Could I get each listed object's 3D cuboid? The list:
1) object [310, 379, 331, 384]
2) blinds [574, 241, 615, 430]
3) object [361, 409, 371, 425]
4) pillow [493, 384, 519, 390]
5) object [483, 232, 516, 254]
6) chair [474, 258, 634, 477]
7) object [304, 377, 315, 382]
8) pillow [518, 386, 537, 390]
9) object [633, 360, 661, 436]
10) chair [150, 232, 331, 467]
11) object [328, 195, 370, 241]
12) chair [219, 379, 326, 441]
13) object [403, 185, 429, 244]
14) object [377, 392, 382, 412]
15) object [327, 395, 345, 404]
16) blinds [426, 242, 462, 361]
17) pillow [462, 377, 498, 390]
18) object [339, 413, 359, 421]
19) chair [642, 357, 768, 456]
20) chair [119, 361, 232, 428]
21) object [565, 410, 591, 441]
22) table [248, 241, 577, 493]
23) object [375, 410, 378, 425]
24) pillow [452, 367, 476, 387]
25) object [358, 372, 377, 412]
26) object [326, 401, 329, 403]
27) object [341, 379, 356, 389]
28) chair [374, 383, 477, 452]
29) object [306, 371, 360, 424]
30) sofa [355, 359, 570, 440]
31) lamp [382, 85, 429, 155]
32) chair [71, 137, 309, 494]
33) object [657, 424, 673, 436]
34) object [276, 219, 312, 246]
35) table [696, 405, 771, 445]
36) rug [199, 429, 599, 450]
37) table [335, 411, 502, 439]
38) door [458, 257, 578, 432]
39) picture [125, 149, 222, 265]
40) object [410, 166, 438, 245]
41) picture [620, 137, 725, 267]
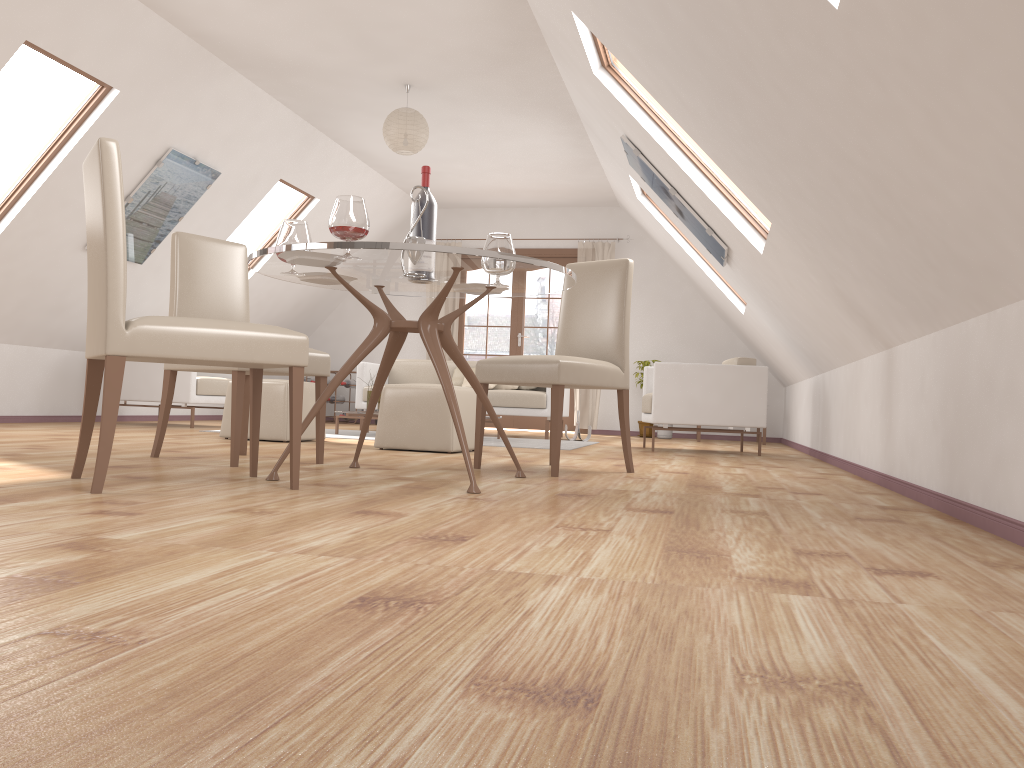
[{"bbox_3d":[-2.256,-0.015,10.411,0.109,0.109,0.435,2,-1,13],"label":"object"},{"bbox_3d":[0.913,-0.550,9.992,0.424,2.129,0.123,2,-1,8],"label":"blinds"},{"bbox_3d":[-1.680,0.255,10.256,0.115,0.443,0.120,2,-1,7],"label":"object"},{"bbox_3d":[-0.078,-0.054,8.414,0.351,0.225,0.196,2,-1,18],"label":"pillow"},{"bbox_3d":[-0.052,-0.493,3.469,0.136,0.183,0.136,1,-2,40],"label":"object"},{"bbox_3d":[0.217,-0.105,4.035,0.477,0.999,0.618,1,-2,40],"label":"chair"},{"bbox_3d":[-2.436,-0.024,10.447,0.110,0.110,0.439,2,-1,13],"label":"object"},{"bbox_3d":[0.220,-0.078,8.301,0.269,0.276,0.424,3,-2,-28],"label":"pillow"},{"bbox_3d":[1.467,0.154,9.686,0.311,0.846,0.307,2,-1,5],"label":"object"},{"bbox_3d":[-1.176,-0.165,3.874,0.618,0.999,0.477,1,-2,37],"label":"chair"},{"bbox_3d":[-0.540,-0.526,2.944,0.136,0.183,0.136,3,-1,-8],"label":"object"},{"bbox_3d":[-1.547,0.166,5.802,0.506,0.394,0.506,2,-1,18],"label":"chair"},{"bbox_3d":[-0.356,-0.580,3.309,0.086,0.322,0.096,3,-2,-24],"label":"object"},{"bbox_3d":[-1.089,0.139,7.405,0.075,0.185,0.075,1,-2,44],"label":"object"},{"bbox_3d":[-2.081,0.180,10.363,0.109,0.109,0.435,2,-1,13],"label":"object"},{"bbox_3d":[-0.831,-0.607,10.428,0.423,2.130,0.120,2,-1,10],"label":"blinds"},{"bbox_3d":[-0.296,-0.023,8.313,0.363,0.170,0.227,2,-1,18],"label":"pillow"},{"bbox_3d":[-1.906,0.374,10.316,0.109,0.109,0.435,2,-1,13],"label":"object"},{"bbox_3d":[1.406,0.152,6.635,0.820,0.706,0.748,2,-1,3],"label":"chair"},{"bbox_3d":[-2.866,0.005,7.620,0.820,0.706,0.748,2,-1,15],"label":"chair"},{"bbox_3d":[0.587,0.369,7.895,0.212,0.267,0.315,2,-1,0],"label":"object"},{"bbox_3d":[-0.375,-0.034,3.297,1.198,0.770,1.198,1,-2,34],"label":"table"},{"bbox_3d":[-1.552,0.264,10.441,0.115,0.443,0.120,2,-1,7],"label":"object"},{"bbox_3d":[-0.409,-0.066,8.494,0.351,0.235,0.185,2,-1,16],"label":"pillow"},{"bbox_3d":[-1.171,0.046,7.311,0.184,0.359,0.123,3,-2,-36],"label":"object"},{"bbox_3d":[-2.262,0.170,10.404,0.109,0.109,0.435,2,-1,13],"label":"object"},{"bbox_3d":[-1.891,-0.002,10.328,0.109,0.109,0.435,2,-1,13],"label":"object"},{"bbox_3d":[-0.489,0.197,5.313,0.506,0.394,0.506,2,-1,17],"label":"chair"},{"bbox_3d":[-2.159,0.151,10.425,0.854,0.608,0.417,2,-1,13],"label":"object"},{"bbox_3d":[-0.448,0.121,8.390,1.880,0.706,0.820,2,-1,13],"label":"sofa"},{"bbox_3d":[-0.773,-1.940,6.498,0.340,0.497,0.340,3,-2,-38],"label":"lamp"},{"bbox_3d":[-1.014,-0.185,2.789,0.618,0.999,0.477,3,-2,-33],"label":"chair"},{"bbox_3d":[1.630,0.338,9.387,0.234,0.480,0.209,3,-1,-21],"label":"object"},{"bbox_3d":[-0.829,-0.527,3.374,0.136,0.183,0.136,3,-1,-8],"label":"object"},{"bbox_3d":[2.255,0.407,9.173,0.730,0.390,0.773,2,-1,11],"label":"table"},{"bbox_3d":[-0.796,0.425,7.086,2.800,0.007,1.600,2,-1,13],"label":"rug"},{"bbox_3d":[-0.739,0.337,7.144,1.173,0.190,0.730,2,-1,13],"label":"table"},{"bbox_3d":[0.049,-0.481,10.319,1.546,2.001,0.098,2,-1,13],"label":"door"},{"bbox_3d":[-2.729,-1.334,6.809,0.683,0.738,0.650,2,-1,13],"label":"picture"},{"bbox_3d":[-0.344,-0.633,3.462,0.109,0.435,0.109,2,-1,9],"label":"object"},{"bbox_3d":[1.085,-1.202,5.940,0.683,0.738,0.650,2,-1,13],"label":"picture"}]
